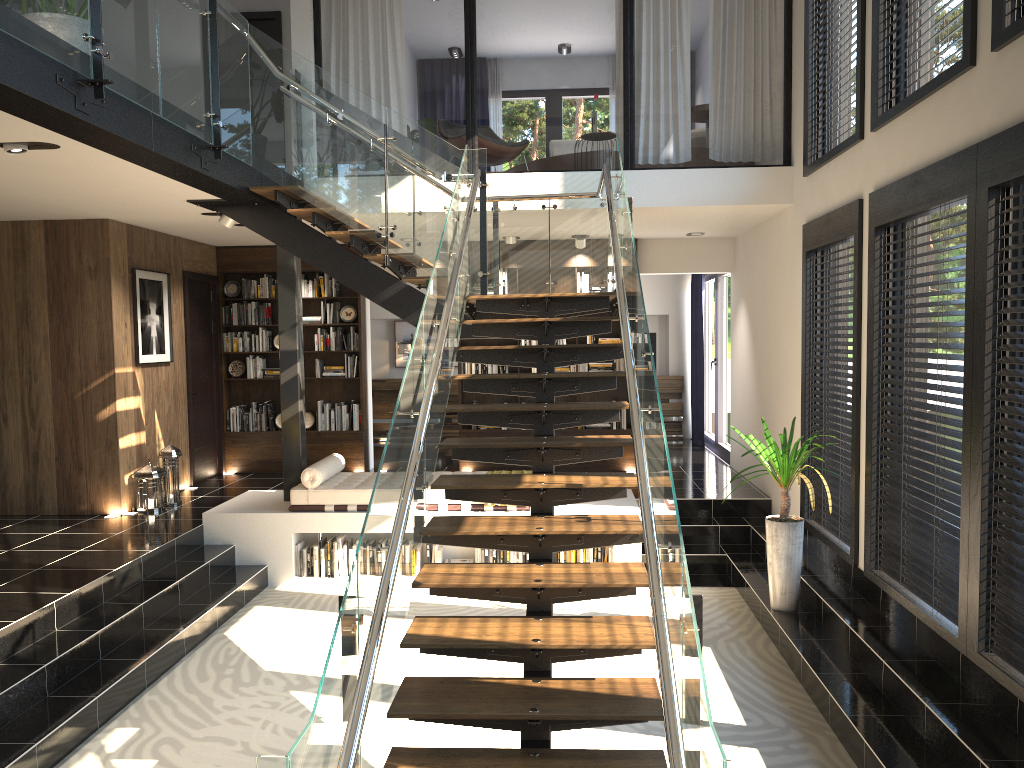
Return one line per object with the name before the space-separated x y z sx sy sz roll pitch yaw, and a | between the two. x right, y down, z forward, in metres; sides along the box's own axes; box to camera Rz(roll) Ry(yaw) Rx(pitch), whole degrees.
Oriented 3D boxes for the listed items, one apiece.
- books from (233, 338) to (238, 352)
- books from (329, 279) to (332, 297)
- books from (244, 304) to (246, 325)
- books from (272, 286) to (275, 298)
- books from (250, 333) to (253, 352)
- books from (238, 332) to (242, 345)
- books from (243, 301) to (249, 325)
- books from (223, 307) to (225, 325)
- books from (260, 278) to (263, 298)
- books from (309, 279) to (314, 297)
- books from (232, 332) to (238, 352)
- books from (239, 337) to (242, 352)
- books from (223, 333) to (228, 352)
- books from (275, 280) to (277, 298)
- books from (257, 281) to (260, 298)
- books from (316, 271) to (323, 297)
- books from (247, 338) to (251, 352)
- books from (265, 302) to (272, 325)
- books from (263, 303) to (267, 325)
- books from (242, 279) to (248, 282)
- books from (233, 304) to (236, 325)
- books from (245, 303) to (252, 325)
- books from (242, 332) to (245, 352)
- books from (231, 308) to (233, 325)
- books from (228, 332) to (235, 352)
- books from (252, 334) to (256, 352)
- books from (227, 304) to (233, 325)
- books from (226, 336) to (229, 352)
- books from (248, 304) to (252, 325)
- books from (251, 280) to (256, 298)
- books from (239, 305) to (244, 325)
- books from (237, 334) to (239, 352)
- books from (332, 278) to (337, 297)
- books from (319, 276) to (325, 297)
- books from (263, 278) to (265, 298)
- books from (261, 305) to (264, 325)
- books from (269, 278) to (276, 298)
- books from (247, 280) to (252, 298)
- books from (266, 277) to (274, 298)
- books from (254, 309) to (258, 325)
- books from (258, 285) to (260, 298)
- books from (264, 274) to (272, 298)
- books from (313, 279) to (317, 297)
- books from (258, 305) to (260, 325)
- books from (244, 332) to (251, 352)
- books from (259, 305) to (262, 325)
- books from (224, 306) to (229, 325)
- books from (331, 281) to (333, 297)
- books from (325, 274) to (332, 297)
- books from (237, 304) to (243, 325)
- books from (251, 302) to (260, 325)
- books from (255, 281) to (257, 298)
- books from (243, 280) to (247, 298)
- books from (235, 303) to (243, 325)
books | -3.290 -0.470 10.613 0.037 0.169 0.148 -1 4 3
books | -2.136 -1.136 10.537 0.037 0.218 0.144 -1 4 3
books | -3.147 -0.828 10.569 0.018 0.256 0.172 -1 4 3
books | -2.816 -1.094 10.565 0.040 0.149 0.125 -1 4 3
books | -3.085 -0.496 10.600 0.053 0.216 0.151 -1 4 3
books | -3.243 -0.504 10.622 0.019 0.236 0.139 -1 4 3
books | -3.164 -0.844 10.571 0.015 0.288 0.154 -1 4 3
books | -3.417 -0.806 10.602 0.023 0.215 0.147 -1 4 3
books | -2.936 -1.131 10.526 0.039 0.230 0.205 -1 4 3
books | -2.361 -1.129 10.524 0.034 0.212 0.205 -1 3 3
books | -3.317 -0.502 10.632 0.018 0.232 0.123 -1 4 3
books | -3.217 -0.476 10.594 0.035 0.181 0.164 -1 3 3
books | -3.409 -0.497 10.626 0.030 0.225 0.165 -1 4 3
books | -2.782 -1.128 10.551 0.030 0.218 0.165 -1 4 3
books | -3.000 -1.119 10.576 0.025 0.203 0.156 -1 4 3
books | -2.268 -1.174 10.487 0.015 0.303 0.251 -1 4 3
books | -3.125 -0.470 10.596 0.026 0.167 0.173 -1 3 3
books | -2.897 -0.837 10.565 0.035 0.267 0.133 -1 4 3
books | -2.927 -0.835 10.567 0.025 0.263 0.147 -1 4 3
books | -3.165 -1.132 10.566 0.017 0.234 0.199 -1 4 3
books | -3.277 -0.826 10.567 0.035 0.255 0.183 -1 4 3
books | -3.129 -0.832 10.549 0.019 0.264 0.174 -1 4 3
books | -3.182 -0.504 10.605 0.036 0.235 0.169 -1 4 3
books | -3.306 -0.801 10.572 0.025 0.204 0.192 -1 3 3
books | -3.340 -0.501 10.586 0.022 0.235 0.194 -1 4 3
books | -3.053 -0.489 10.564 0.016 0.206 0.204 -1 3 3
books | -3.350 -0.827 10.598 0.066 0.255 0.127 -1 4 3
books | -3.371 -0.481 10.619 0.045 0.192 0.164 -1 4 3
books | -3.102 -0.829 10.573 0.032 0.255 0.159 -1 4 3
books | -3.058 -1.124 10.556 0.059 0.216 0.159 -1 4 3
books | -3.193 -0.820 10.544 0.039 0.243 0.179 -1 4 3
books | -3.261 -0.491 10.631 0.018 0.208 0.126 -1 4 3
books | -2.088 -1.156 10.485 0.013 0.262 0.217 -1 4 3
books | -2.225 -1.149 10.528 0.064 0.247 0.209 -1 4 3
books | -2.905 -1.135 10.511 0.025 0.240 0.220 -1 3 3
books | -2.952 -0.824 10.564 0.024 0.243 0.144 -1 4 3
books | -2.847 -1.135 10.542 0.020 0.235 0.206 -1 4 3
books | -3.101 -1.126 10.551 0.026 0.222 0.202 -1 3 3
books | -2.868 -1.140 10.533 0.020 0.245 0.228 -1 3 3
books | -3.019 -0.795 10.541 0.025 0.188 0.181 -1 3 3
books | -2.971 -1.094 10.548 0.035 0.156 0.186 -1 3 3
books | -2.886 -1.154 10.508 0.012 0.278 0.227 -1 4 3
books | -2.322 -1.136 10.537 0.042 0.223 0.163 -1 4 3
books | -2.991 -0.823 10.574 0.028 0.240 0.148 -1 4 3
books | -3.152 -0.504 10.583 0.026 0.238 0.164 -1 4 3
books | -2.971 -0.818 10.560 0.014 0.230 0.172 -1 4 3
books | -3.395 -0.813 10.582 0.023 0.231 0.143 -1 4 3
books | -2.105 -1.119 10.511 0.027 0.186 0.220 -1 3 3
books | -2.167 -1.174 10.475 0.017 0.302 0.266 -1 4 3
books | -3.224 -0.830 10.565 0.027 0.261 0.180 -1 4 3
books | -3.048 -0.838 10.552 0.033 0.273 0.189 -1 4 3
books | -3.021 -1.122 10.560 0.014 0.212 0.184 -1 4 3
books | -3.147 -1.121 10.528 0.024 0.216 0.210 -1 3 3
books | -3.249 -0.832 10.562 0.022 0.267 0.197 -1 4 3
